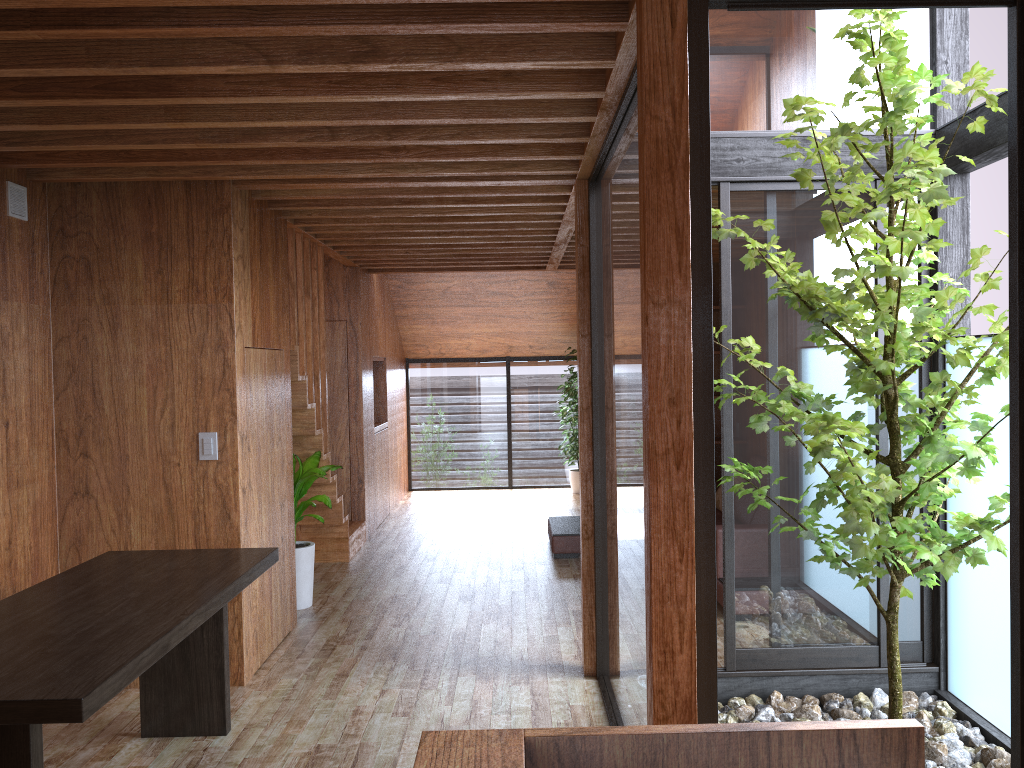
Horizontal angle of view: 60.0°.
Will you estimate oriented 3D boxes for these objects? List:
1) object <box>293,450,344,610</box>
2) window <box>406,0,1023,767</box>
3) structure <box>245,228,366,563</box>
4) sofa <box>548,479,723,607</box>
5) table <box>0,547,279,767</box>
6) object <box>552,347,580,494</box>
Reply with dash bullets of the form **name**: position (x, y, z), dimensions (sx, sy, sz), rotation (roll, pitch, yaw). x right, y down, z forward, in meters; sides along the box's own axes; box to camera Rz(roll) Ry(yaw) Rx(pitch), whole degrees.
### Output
- **object**: position (-1.372, 0.848, 5.454), dimensions (0.676, 1.031, 0.630), rotation (-1, 1, -11)
- **window**: position (-0.049, -0.779, 3.488), dimensions (4.105, 5.132, 13.961), rotation (-1, 1, 0)
- **structure**: position (-1.659, 0.203, 6.246), dimensions (0.829, 2.299, 2.447), rotation (-1, 1, 0)
- **sofa**: position (1.138, 0.921, 6.168), dimensions (1.700, 0.760, 2.504), rotation (-1, 1, 0)
- **table**: position (-1.311, 1.057, 2.840), dimensions (0.700, 0.716, 1.671), rotation (-1, 1, 0)
- **object**: position (0.783, 0.385, 9.980), dimensions (0.636, 1.690, 0.680), rotation (-1, 1, 7)
